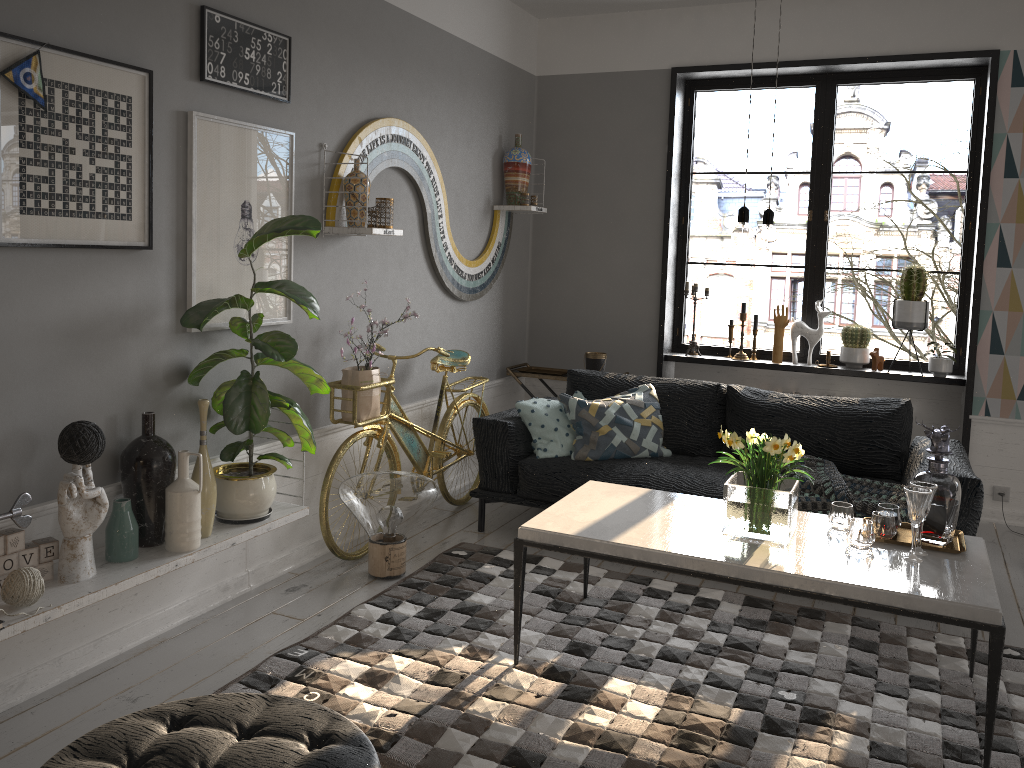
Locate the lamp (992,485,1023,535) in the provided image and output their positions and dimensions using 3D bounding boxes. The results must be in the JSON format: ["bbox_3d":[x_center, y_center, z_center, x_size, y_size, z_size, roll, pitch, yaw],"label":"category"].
[{"bbox_3d":[2.825,0.038,4.268,0.681,1.692,1.252,4,6,22],"label":"lamp"}]

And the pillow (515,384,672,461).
[{"bbox_3d":[0.425,0.189,4.612,0.798,0.360,0.446,3,7,6],"label":"pillow"}]

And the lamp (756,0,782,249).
[{"bbox_3d":[0.960,-1.117,2.276,0.074,1.527,1.405,1,6,-7],"label":"lamp"}]

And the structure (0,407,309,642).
[{"bbox_3d":[-1.507,0.454,2.321,0.308,0.483,2.791,5,9,24],"label":"structure"}]

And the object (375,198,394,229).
[{"bbox_3d":[-0.585,-0.781,4.057,0.086,0.139,0.086,4,6,17],"label":"object"}]

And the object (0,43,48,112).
[{"bbox_3d":[-1.570,-0.803,2.273,0.057,0.337,0.919,4,8,23],"label":"object"}]

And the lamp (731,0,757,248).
[{"bbox_3d":[0.854,-1.108,2.187,0.074,1.527,1.405,1,6,-7],"label":"lamp"}]

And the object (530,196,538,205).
[{"bbox_3d":[0.138,-1.148,5.533,0.050,0.058,0.050,4,7,14],"label":"object"}]

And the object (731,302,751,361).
[{"bbox_3d":[1.464,-0.340,5.619,0.123,0.373,0.123,5,6,29],"label":"object"}]

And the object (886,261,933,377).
[{"bbox_3d":[2.326,-0.391,5.164,0.235,0.666,0.230,2,5,-5],"label":"object"}]

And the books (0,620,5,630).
[{"bbox_3d":[-1.538,0.647,2.210,0.297,0.021,0.370,5,9,18],"label":"books"}]

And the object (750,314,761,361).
[{"bbox_3d":[1.548,-0.303,5.638,0.076,0.299,0.076,-1,6,-35],"label":"object"}]

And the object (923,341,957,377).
[{"bbox_3d":[2.464,-0.142,5.088,0.171,0.202,0.247,5,8,26],"label":"object"}]

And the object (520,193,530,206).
[{"bbox_3d":[0.080,-1.143,5.486,0.060,0.078,0.060,3,6,13],"label":"object"}]

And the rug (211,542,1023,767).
[{"bbox_3d":[0.533,0.991,2.998,2.531,0.034,1.779,6,9,24],"label":"rug"}]

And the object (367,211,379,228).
[{"bbox_3d":[-0.647,-0.763,4.113,0.062,0.081,0.063,2,6,0],"label":"object"}]

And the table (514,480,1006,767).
[{"bbox_3d":[0.812,0.755,3.028,1.459,0.508,0.736,6,8,24],"label":"table"}]

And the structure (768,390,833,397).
[{"bbox_3d":[1.903,0.275,5.621,1.225,0.425,0.149,5,6,22],"label":"structure"}]

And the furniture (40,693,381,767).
[{"bbox_3d":[-0.634,0.960,1.827,0.735,0.354,0.740,4,8,11],"label":"furniture"}]

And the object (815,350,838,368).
[{"bbox_3d":[1.935,-0.154,5.412,0.123,0.098,0.123,-5,10,-43],"label":"object"}]

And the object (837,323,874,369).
[{"bbox_3d":[2.094,-0.240,5.395,0.234,0.281,0.215,2,6,-2],"label":"object"}]

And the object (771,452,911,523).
[{"bbox_3d":[1.434,0.533,3.907,0.667,0.327,0.493,5,8,19],"label":"object"}]

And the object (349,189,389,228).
[{"bbox_3d":[-0.633,-0.772,3.917,0.197,0.165,0.060,-2,7,-32],"label":"object"}]

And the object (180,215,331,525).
[{"bbox_3d":[-0.955,-0.064,3.319,0.567,1.143,0.418,-1,6,-26],"label":"object"}]

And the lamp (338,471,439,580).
[{"bbox_3d":[-0.542,0.616,3.865,0.433,0.435,0.435,-3,8,-35],"label":"lamp"}]

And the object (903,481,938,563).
[{"bbox_3d":[1.289,0.436,2.805,0.082,0.225,0.168,6,7,36],"label":"object"}]

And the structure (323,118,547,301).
[{"bbox_3d":[-0.312,-0.906,4.803,0.267,0.949,2.033,4,8,24],"label":"structure"}]

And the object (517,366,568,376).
[{"bbox_3d":[0.220,-0.084,5.815,0.319,0.015,0.248,6,9,24],"label":"object"}]

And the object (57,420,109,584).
[{"bbox_3d":[-1.317,0.352,2.697,0.136,0.480,0.155,4,5,24],"label":"object"}]

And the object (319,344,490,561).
[{"bbox_3d":[-0.457,0.260,4.502,0.427,0.963,1.636,3,8,15],"label":"object"}]

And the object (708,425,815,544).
[{"bbox_3d":[0.842,0.325,3.013,0.352,0.349,0.326,5,7,26],"label":"object"}]

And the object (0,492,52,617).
[{"bbox_3d":[-1.487,0.432,2.290,0.239,0.437,0.548,5,7,24],"label":"object"}]

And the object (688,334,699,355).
[{"bbox_3d":[1.197,-0.269,5.834,0.085,0.150,0.085,5,6,28],"label":"object"}]

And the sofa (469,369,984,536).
[{"bbox_3d":[1.005,0.418,4.419,2.345,0.793,0.975,6,8,24],"label":"sofa"}]

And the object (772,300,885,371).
[{"bbox_3d":[1.934,-0.305,5.413,0.664,0.407,0.135,6,6,25],"label":"object"}]

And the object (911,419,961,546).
[{"bbox_3d":[1.426,0.319,2.966,0.149,0.414,0.156,7,7,43],"label":"object"}]

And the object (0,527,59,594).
[{"bbox_3d":[-1.472,0.515,2.606,0.078,0.172,0.266,5,8,30],"label":"object"}]

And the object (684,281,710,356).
[{"bbox_3d":[1.170,-0.426,5.747,0.145,0.487,0.163,-1,6,-30],"label":"object"}]

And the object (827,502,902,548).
[{"bbox_3d":[1.225,0.479,2.989,0.246,0.087,0.281,2,8,2],"label":"object"}]

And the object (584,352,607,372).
[{"bbox_3d":[0.529,-0.117,5.629,0.141,0.159,0.139,-1,7,-27],"label":"object"}]

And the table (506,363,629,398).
[{"bbox_3d":[0.348,0.242,5.777,0.744,0.675,0.341,5,6,24],"label":"table"}]

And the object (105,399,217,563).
[{"bbox_3d":[-1.172,0.312,2.976,0.331,0.485,0.287,0,6,-15],"label":"object"}]

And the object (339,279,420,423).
[{"bbox_3d":[-0.587,-0.163,4.089,0.254,0.637,0.489,7,8,42],"label":"object"}]

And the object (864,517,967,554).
[{"bbox_3d":[1.356,0.513,2.998,0.319,0.015,0.248,6,9,24],"label":"object"}]
